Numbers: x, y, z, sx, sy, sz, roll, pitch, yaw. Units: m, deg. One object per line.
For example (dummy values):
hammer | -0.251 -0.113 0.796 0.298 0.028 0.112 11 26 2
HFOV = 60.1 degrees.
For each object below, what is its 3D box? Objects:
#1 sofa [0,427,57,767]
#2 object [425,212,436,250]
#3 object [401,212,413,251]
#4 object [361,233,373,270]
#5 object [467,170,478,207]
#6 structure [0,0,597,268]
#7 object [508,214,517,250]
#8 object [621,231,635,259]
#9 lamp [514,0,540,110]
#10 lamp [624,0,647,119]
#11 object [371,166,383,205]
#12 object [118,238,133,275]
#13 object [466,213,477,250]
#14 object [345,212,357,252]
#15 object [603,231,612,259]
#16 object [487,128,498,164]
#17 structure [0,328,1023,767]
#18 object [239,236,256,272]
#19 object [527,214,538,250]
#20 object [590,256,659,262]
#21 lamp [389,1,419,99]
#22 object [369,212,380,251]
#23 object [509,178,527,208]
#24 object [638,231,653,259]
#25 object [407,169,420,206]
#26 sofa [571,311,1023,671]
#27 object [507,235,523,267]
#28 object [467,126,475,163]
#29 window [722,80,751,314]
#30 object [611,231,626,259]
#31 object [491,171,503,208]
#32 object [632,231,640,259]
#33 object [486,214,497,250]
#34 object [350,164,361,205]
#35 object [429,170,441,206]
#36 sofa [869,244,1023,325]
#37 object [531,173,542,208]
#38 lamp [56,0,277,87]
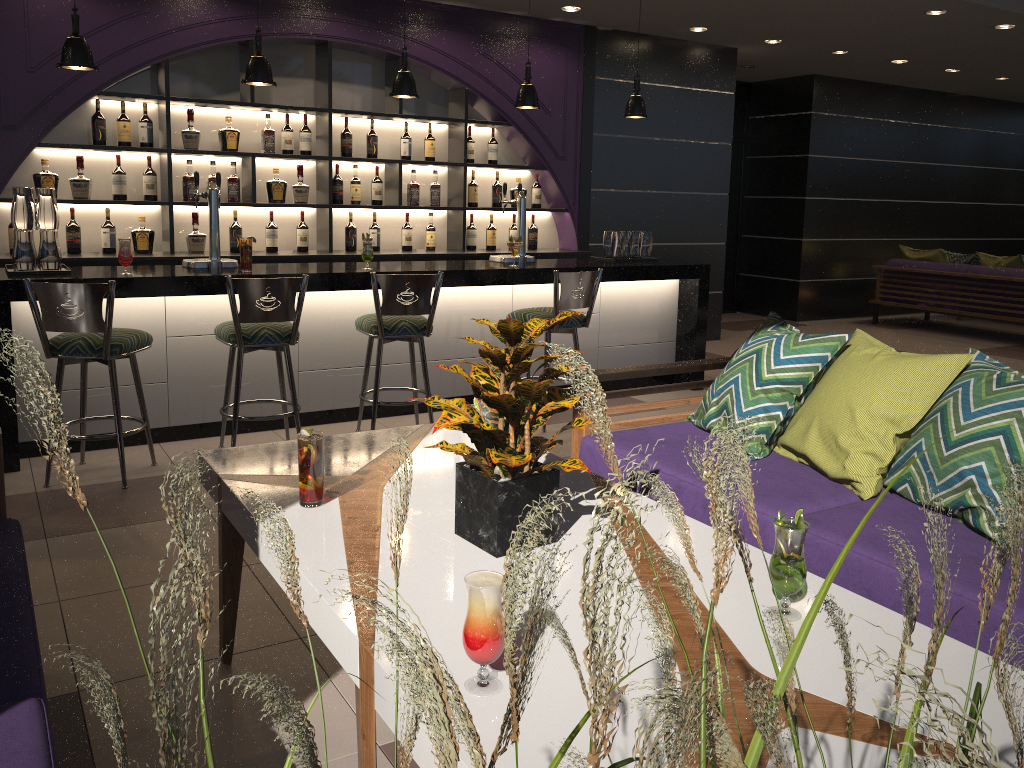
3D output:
sofa | -1.294 0.573 1.270 1.121 0.911 2.143 -5 13 -31
object | -0.649 -1.215 7.048 0.080 0.297 0.080 -3 10 -29
object | -0.817 -1.188 6.900 0.086 0.296 0.087 4 9 17
object | -0.830 -0.764 5.080 0.069 0.209 0.069 9 12 41
object | -0.314 -1.570 7.116 0.086 0.296 0.087 4 9 17
structure | -1.330 -1.438 6.432 4.638 2.736 0.534 -5 11 -31
object | 0.016 -1.272 7.401 0.086 0.296 0.087 4 9 17
object | 0.838 -1.006 6.441 0.105 0.207 0.106 -3 10 -26
lamp | 0.107 -2.193 5.623 0.163 0.856 0.164 3 9 11
lamp | 0.866 -2.269 6.079 0.163 0.856 0.164 3 9 11
object | -1.025 -1.506 6.720 0.086 0.296 0.087 4 9 17
object | -1.931 -0.639 4.421 0.069 0.179 0.069 7 10 30
object | -0.329 -1.236 7.188 0.086 0.295 0.087 4 9 17
object | -1.208 -1.143 6.637 0.086 0.295 0.087 4 9 17
object | 0.715 -1.008 6.436 0.105 0.207 0.106 -3 10 -26
object | -0.157 -1.936 7.222 0.086 0.295 0.087 4 9 17
structure | 0.207 -1.071 3.976 24.766 3.094 7.881 -6 13 -31
object | -1.411 -0.694 4.728 0.084 0.188 0.067 0 9 -6
object | 0.175 -1.286 7.483 0.086 0.296 0.087 4 9 17
object | 0.826 -0.918 6.480 0.438 0.018 0.275 -6 14 -31
lamp | -0.627 -2.119 5.182 0.163 0.856 0.164 3 9 11
object | -1.045 -1.170 6.753 0.087 0.312 0.104 -3 10 -26
object | 0.051 -1.585 7.347 0.151 0.245 0.095 -1 9 -12
object | 0.974 -1.007 6.463 0.105 0.207 0.106 -3 10 -26
object | -0.770 -1.533 6.911 0.083 0.279 0.083 -4 10 -31
sofa | 1.229 0.320 2.786 1.121 0.911 2.143 -5 13 -31
object | 0.016 -0.842 5.590 0.105 0.195 0.107 1 9 -3
object | -0.342 -1.919 7.117 0.086 0.296 0.087 4 9 17
window | -1.967 -1.672 7.473 11.564 2.735 1.957 -6 12 -31
object | 0.760 -0.986 6.338 0.105 0.207 0.106 -3 10 -26
object | -0.121 -1.591 7.234 0.086 0.295 0.087 4 9 17
object | 0.909 -1.028 6.556 0.105 0.207 0.106 -3 10 -26
object | -0.169 -1.246 7.259 0.086 0.296 0.087 4 9 17
object | -1.177 -1.499 6.655 0.080 0.297 0.080 -3 10 -29
object | -0.607 -1.545 6.987 0.083 0.279 0.083 0 9 -11
sofa | 5.127 -0.989 9.518 1.121 0.911 2.143 -5 13 -31
object | 0.206 -1.630 7.460 0.086 0.296 0.087 4 9 17
lamp | -1.742 -2.007 4.513 1.083 0.856 0.194 -5 11 -31
